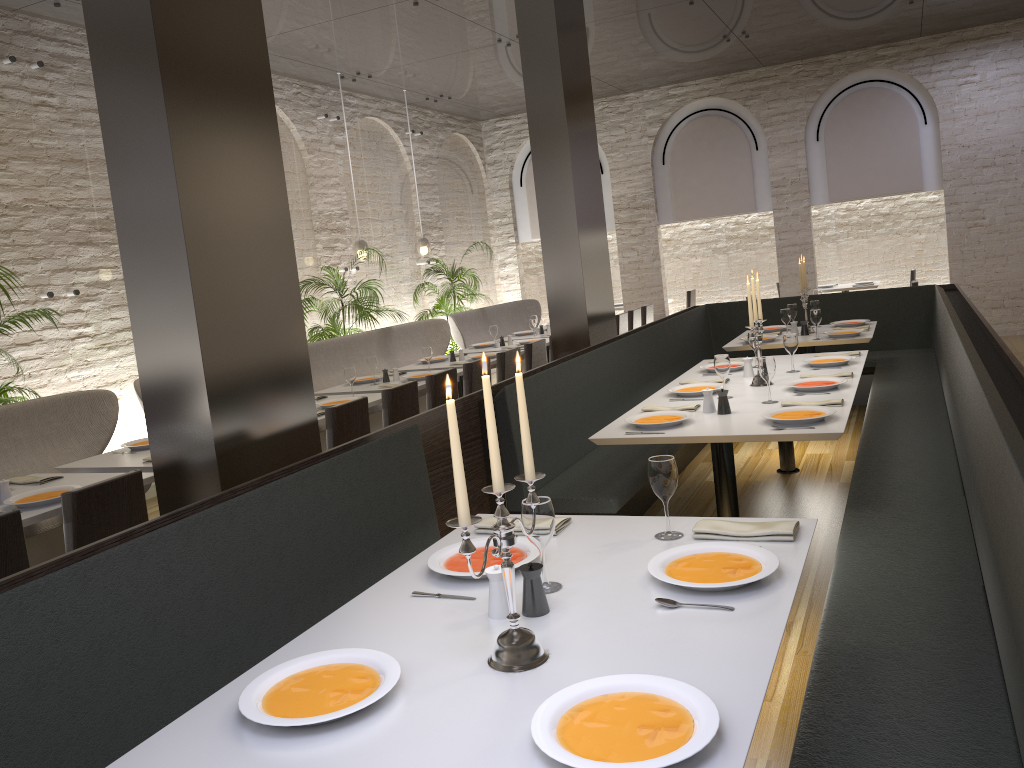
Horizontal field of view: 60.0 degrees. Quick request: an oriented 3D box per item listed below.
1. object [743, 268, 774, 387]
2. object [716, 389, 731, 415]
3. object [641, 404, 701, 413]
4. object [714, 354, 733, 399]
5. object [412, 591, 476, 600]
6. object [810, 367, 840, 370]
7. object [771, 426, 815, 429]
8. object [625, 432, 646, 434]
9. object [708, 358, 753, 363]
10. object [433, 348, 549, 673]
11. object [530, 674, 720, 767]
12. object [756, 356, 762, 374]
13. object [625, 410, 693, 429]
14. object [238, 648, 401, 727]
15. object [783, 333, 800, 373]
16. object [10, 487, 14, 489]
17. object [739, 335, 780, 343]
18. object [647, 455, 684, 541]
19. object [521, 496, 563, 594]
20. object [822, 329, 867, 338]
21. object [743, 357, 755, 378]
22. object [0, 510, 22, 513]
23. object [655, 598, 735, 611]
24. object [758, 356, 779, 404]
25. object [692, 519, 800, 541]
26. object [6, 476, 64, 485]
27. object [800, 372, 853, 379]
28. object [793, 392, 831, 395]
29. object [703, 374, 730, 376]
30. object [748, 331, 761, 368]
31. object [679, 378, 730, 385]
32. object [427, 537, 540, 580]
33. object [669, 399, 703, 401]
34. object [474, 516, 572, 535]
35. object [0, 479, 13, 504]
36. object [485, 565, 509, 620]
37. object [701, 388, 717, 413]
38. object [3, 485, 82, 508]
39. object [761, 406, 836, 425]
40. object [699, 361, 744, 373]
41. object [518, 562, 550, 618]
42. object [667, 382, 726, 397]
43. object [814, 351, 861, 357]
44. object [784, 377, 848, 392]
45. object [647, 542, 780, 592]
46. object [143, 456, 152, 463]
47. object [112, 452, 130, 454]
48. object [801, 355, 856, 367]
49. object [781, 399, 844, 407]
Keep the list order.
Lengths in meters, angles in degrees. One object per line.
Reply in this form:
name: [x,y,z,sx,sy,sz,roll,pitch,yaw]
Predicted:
object: [1.369,-0.319,4.956,0.131,0.654,0.392,-3,7,35]
object: [1.019,0.085,4.271,0.069,0.126,0.069,-10,7,-34]
object: [0.812,0.125,4.524,0.272,0.033,0.143,-3,8,24]
object: [1.118,-0.039,4.689,0.086,0.230,0.087,-4,6,25]
object: [-0.174,0.541,2.267,0.185,0.010,0.017,-3,8,25]
object: [1.872,-0.096,5.287,0.181,0.015,0.038,-3,8,26]
object: [1.192,0.184,3.763,0.181,0.015,0.038,-3,8,26]
object: [0.603,0.221,4.008,0.185,0.010,0.017,-3,8,25]
object: [1.492,-0.155,6.048,0.272,0.033,0.143,-3,8,24]
object: [-0.023,0.254,1.836,0.131,0.654,0.392,-3,7,35]
object: [0.193,0.588,1.517,0.321,0.036,0.323,-6,8,1]
object: [1.493,-0.104,5.290,0.068,0.126,0.069,-5,6,18]
object: [0.697,0.174,4.200,0.321,0.036,0.323,-3,8,22]
object: [-0.382,0.619,1.782,0.321,0.036,0.323,-6,8,1]
object: [1.679,-0.187,5.319,0.086,0.230,0.087,-2,7,36]
object: [-2.547,0.522,4.414,0.181,0.015,0.038,-3,8,26]
object: [1.977,-0.353,7.069,0.321,0.036,0.323,-6,8,1]
object: [0.439,0.324,2.538,0.086,0.230,0.087,-2,7,36]
object: [0.074,0.406,2.241,0.086,0.230,0.087,-2,7,36]
object: [2.552,-0.383,6.805,0.321,0.036,0.323,-6,8,1]
object: [1.420,-0.101,5.327,0.068,0.126,0.069,-5,6,18]
object: [-2.206,0.557,3.863,0.181,0.015,0.038,-3,8,26]
object: [0.415,0.504,2.022,0.181,0.015,0.038,-3,8,26]
object: [1.276,-0.021,4.415,0.086,0.230,0.086,-9,6,-23]
object: [0.660,0.406,2.497,0.272,0.033,0.143,-3,8,24]
object: [-2.460,0.493,4.554,0.272,0.033,0.143,-3,8,24]
object: [1.770,-0.045,4.985,0.272,0.033,0.143,-3,8,24]
object: [1.524,0.047,4.509,0.181,0.015,0.038,-3,8,26]
object: [1.283,-0.059,5.532,0.185,0.010,0.017,-3,8,25]
object: [1.563,-0.222,5.686,0.086,0.230,0.087,-2,7,36]
object: [1.145,-0.012,5.270,0.272,0.033,0.143,-3,8,24]
object: [-0.075,0.492,2.470,0.321,0.036,0.323,1,10,44]
object: [0.935,0.084,4.754,0.185,0.010,0.017,-3,8,25]
object: [0.035,0.439,2.782,0.272,0.033,0.143,-3,8,24]
object: [-2.343,0.494,4.097,0.059,0.109,0.060,-5,6,16]
object: [-0.030,0.492,2.110,0.068,0.126,0.069,-5,6,18]
object: [0.965,0.081,4.350,0.069,0.126,0.069,-12,8,-42]
object: [-2.128,0.518,4.027,0.321,0.036,0.323,-6,8,3]
object: [1.272,0.144,3.935,0.321,0.036,0.323,-6,8,1]
object: [1.375,-0.105,5.719,0.321,0.036,0.323,-4,8,20]
object: [0.050,0.484,2.099,0.068,0.126,0.069,-5,6,18]
object: [1.031,0.036,4.949,0.321,0.036,0.323,1,10,44]
object: [2.117,-0.188,5.763,0.272,0.033,0.143,-3,8,24]
object: [1.606,0.006,4.684,0.321,0.036,0.323,1,10,44]
object: [0.500,0.462,2.205,0.321,0.036,0.323,1,10,44]
object: [-1.816,0.397,4.728,0.272,0.033,0.143,-3,8,24]
object: [-2.235,0.396,5.114,0.185,0.010,0.017,-3,8,25]
object: [1.950,-0.135,5.455,0.321,0.036,0.323,-4,8,20]
object: [1.437,0.092,4.239,0.272,0.033,0.143,-3,8,24]
